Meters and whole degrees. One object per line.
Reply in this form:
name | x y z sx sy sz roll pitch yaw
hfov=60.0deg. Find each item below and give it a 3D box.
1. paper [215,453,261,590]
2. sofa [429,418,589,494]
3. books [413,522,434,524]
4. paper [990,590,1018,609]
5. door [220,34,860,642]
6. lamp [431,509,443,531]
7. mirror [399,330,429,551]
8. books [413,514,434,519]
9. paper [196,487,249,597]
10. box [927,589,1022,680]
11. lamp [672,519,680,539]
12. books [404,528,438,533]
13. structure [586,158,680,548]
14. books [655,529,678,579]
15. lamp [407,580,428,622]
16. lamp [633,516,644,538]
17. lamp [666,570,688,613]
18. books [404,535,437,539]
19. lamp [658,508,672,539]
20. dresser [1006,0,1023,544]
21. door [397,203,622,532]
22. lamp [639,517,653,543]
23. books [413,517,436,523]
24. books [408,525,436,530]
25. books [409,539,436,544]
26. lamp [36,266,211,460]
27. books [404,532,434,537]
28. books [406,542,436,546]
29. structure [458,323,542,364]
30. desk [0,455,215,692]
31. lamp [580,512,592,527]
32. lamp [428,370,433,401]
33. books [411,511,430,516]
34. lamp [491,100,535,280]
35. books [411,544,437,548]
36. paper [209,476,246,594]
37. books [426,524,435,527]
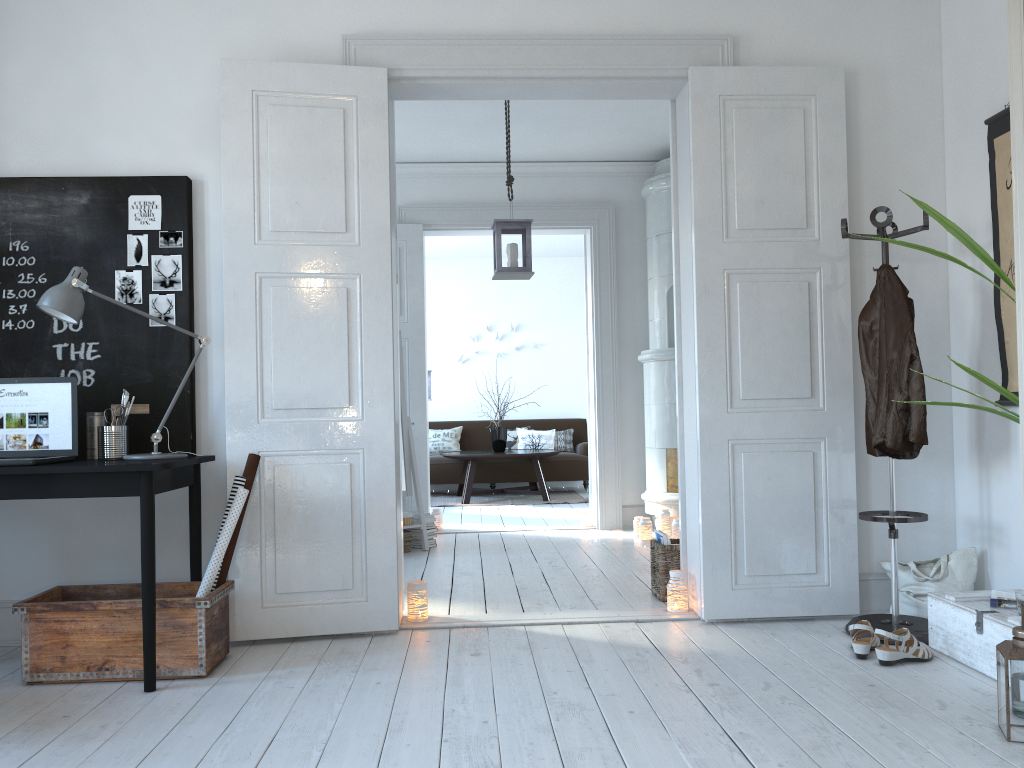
paper | -1.092 0.644 3.399 0.048 0.746 0.297 -2 -1 42
sofa | -0.152 0.830 10.256 2.165 0.824 0.969 -1 -2 -3
books | -0.634 0.950 6.100 0.128 0.016 0.181 0 -2 -32
paper | 1.764 0.743 3.036 0.222 0.031 0.175 -2 -2 29
door | 0.132 -0.224 3.884 2.598 2.504 0.578 -1 -1 -3
lamp | -0.580 1.052 6.869 0.089 0.166 0.089 -1 -1 -4
mirror | -0.910 0.371 5.914 0.610 1.488 0.417 0 -1 -38
books | -0.633 0.907 6.099 0.132 0.017 0.187 0 -2 -30
paper | -1.110 0.700 3.268 0.283 0.626 0.041 -1 -1 -25
box | 1.730 0.851 2.982 0.376 0.218 0.642 -1 -2 -3
lamp | 1.123 0.993 5.972 0.089 0.166 0.089 -1 -1 -4
books | -0.627 1.004 6.096 0.193 0.022 0.128 -2 -2 29
structure | 1.182 -0.239 6.416 0.801 2.826 1.248 -2 -1 42
books | 0.812 0.861 4.290 0.201 0.300 0.179 -1 -1 -3
lamp | -0.410 0.943 3.847 0.089 0.166 0.089 -1 -1 -10
lamp | 0.906 1.019 6.306 0.084 0.146 0.084 -1 -1 1
lamp | 0.730 0.916 3.918 0.093 0.179 0.093 -1 -1 -20
books | -0.631 1.047 6.098 0.187 0.017 0.132 -3 -2 34
lamp | 1.067 0.981 6.216 0.098 0.210 0.098 -1 -1 1
dresser | 1.588 -0.184 1.502 0.630 2.162 1.433 -1 -1 -3
door | -0.025 -0.116 6.895 2.598 2.504 0.578 -1 -1 -3
lamp | 0.917 1.001 6.075 0.089 0.166 0.089 -1 -1 -2
books | -0.626 0.928 6.095 0.128 0.026 0.200 0 -2 -31
books | -0.629 0.984 6.105 0.178 0.016 0.128 -3 -3 40
books | -0.631 1.076 6.098 0.181 0.016 0.128 -3 -3 42
lamp | -1.451 -0.071 3.356 0.617 0.716 0.230 0 -1 -32
books | -0.640 1.028 6.102 0.167 0.022 0.128 -2 -2 31
books | -0.631 1.092 6.101 0.177 0.016 0.128 -3 -3 38
structure | -0.147 -0.496 10.744 1.025 0.478 0.085 -1 -1 -3
desk | -1.747 0.666 3.205 1.159 0.759 0.651 -1 -1 -3
lamp | 0.575 1.057 6.918 0.093 0.110 0.093 -2 -1 14
lamp | -0.984 -0.704 9.480 0.228 1.761 0.228 -1 -1 -6
books | -0.642 0.892 6.111 0.111 0.014 0.156 0 -2 -23
lamp | -0.015 -1.512 5.246 0.228 1.761 0.228 -1 -1 -6
books | -0.626 1.110 6.102 0.178 0.016 0.128 -3 -2 35
paper | -1.114 0.685 3.327 0.043 0.669 0.266 -2 -1 42
books | -0.633 0.967 6.103 0.128 0.016 0.177 0 -2 -36
